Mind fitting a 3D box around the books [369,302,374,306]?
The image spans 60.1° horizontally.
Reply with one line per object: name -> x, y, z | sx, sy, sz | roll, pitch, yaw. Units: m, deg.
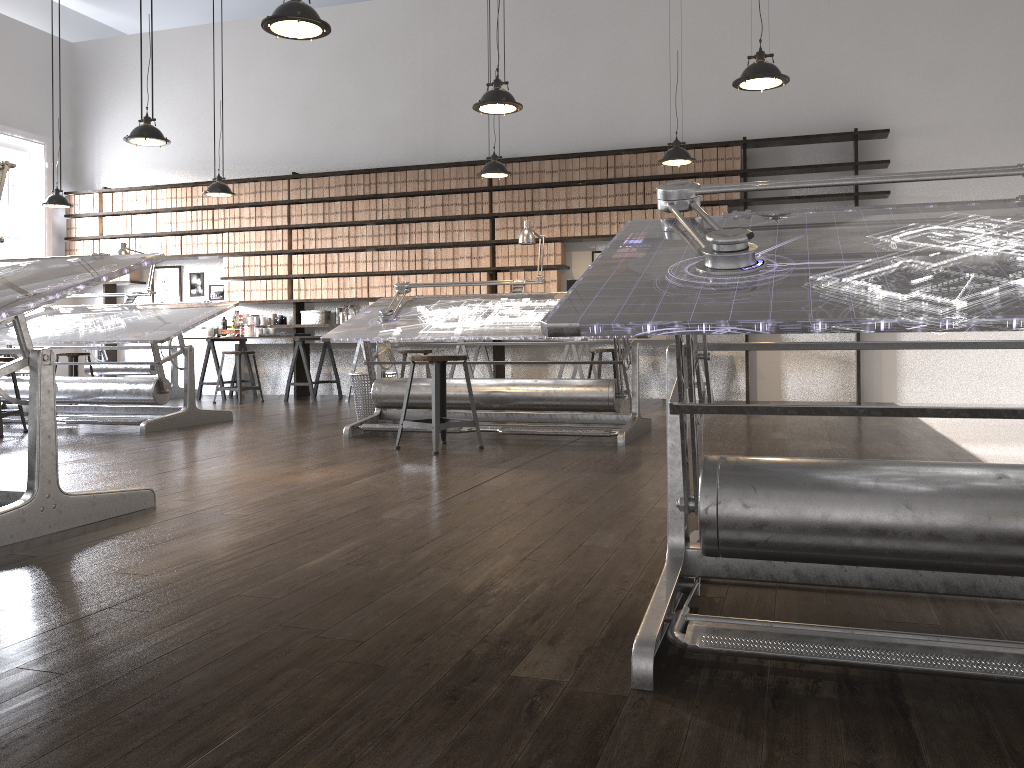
books -> -1.459, -0.761, 9.482 | 0.067, 0.226, 0.174 | -1, 1, 18

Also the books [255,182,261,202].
books -> -2.795, -2.135, 9.914 | 0.067, 0.226, 0.174 | -1, 1, 18

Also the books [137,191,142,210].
books -> -4.320, -2.145, 10.413 | 0.066, 0.225, 0.174 | -1, 1, 18

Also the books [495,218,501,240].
books -> -0.114, -1.574, 9.051 | 0.066, 0.225, 0.174 | -1, 1, 18

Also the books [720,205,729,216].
books -> 2.008, -1.562, 8.363 | 0.066, 0.225, 0.174 | -1, 1, 18

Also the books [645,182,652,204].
books -> 1.336, -1.835, 8.585 | 0.066, 0.225, 0.174 | -1, 1, 18

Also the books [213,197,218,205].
books -> -3.324, -2.139, 10.086 | 0.067, 0.226, 0.174 | -1, 1, 18

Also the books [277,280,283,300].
books -> -2.530, -1.041, 9.835 | 0.066, 0.225, 0.174 | -1, 1, 18

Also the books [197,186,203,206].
books -> -3.523, -2.140, 10.152 | 0.066, 0.225, 0.174 | -1, 1, 18

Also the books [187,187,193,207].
books -> -3.662, -2.141, 10.196 | 0.067, 0.226, 0.174 | -1, 1, 18

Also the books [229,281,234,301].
books -> -3.120, -1.045, 10.024 | 0.066, 0.225, 0.174 | -1, 1, 18

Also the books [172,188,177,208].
books -> -3.856, -2.142, 10.257 | 0.067, 0.226, 0.174 | -1, 1, 18

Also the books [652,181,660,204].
books -> 1.402, -1.834, 8.559 | 0.066, 0.225, 0.174 | -1, 1, 18

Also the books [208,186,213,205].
books -> -3.387, -2.139, 10.112 | 0.066, 0.225, 0.174 | -1, 1, 18

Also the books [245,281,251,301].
books -> -2.924, -1.043, 9.961 | 0.066, 0.225, 0.174 | -1, 1, 18

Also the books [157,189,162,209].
books -> -4.057, -2.143, 10.330 | 0.066, 0.225, 0.174 | -1, 1, 18

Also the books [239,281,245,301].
books -> -2.992, -1.044, 9.979 | 0.067, 0.226, 0.174 | -1, 1, 18

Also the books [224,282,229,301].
books -> -3.185, -1.045, 10.040 | 0.067, 0.226, 0.174 | -1, 1, 18

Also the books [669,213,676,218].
books -> 1.551, -1.564, 8.514 | 0.066, 0.225, 0.174 | -1, 1, 18

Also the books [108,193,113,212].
books -> -4.723, -2.147, 10.539 | 0.067, 0.226, 0.174 | -1, 1, 18

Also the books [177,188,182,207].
books -> -3.794, -2.142, 10.242 | 0.066, 0.225, 0.174 | -1, 1, 18

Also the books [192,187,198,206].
books -> -3.589, -2.140, 10.178 | 0.066, 0.225, 0.174 | -1, 1, 18

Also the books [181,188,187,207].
books -> -3.731, -2.141, 10.224 | 0.066, 0.225, 0.174 | -1, 1, 18

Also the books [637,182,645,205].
books -> 1.263, -1.835, 8.603 | 0.067, 0.226, 0.174 | -1, 1, 18

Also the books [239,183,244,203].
books -> -2.997, -2.137, 9.987 | 0.066, 0.225, 0.174 | -1, 1, 18

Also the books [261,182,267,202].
books -> -2.733, -2.135, 9.899 | 0.066, 0.225, 0.174 | -1, 1, 18

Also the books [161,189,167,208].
books -> -3.992, -2.143, 10.305 | 0.066, 0.225, 0.174 | -1, 1, 18

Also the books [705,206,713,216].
books -> 1.874, -1.563, 8.410 | 0.066, 0.225, 0.174 | -1, 1, 18

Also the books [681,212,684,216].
books -> 1.617, -1.564, 8.489 | 0.067, 0.226, 0.174 | -1, 1, 18

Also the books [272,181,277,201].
books -> -2.595, -2.135, 9.857 | 0.066, 0.225, 0.174 | -1, 1, 18

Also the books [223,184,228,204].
books -> -3.200, -2.138, 10.049 | 0.066, 0.225, 0.174 | -1, 1, 18

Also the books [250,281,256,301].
books -> -2.857, -1.043, 9.941 | 0.066, 0.225, 0.174 | -1, 1, 18

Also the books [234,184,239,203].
books -> -3.064, -2.137, 10.007 | 0.066, 0.225, 0.174 | -1, 1, 18

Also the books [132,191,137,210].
books -> -4.385, -2.145, 10.429 | 0.067, 0.226, 0.174 | -1, 1, 18

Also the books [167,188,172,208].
books -> -3.924, -2.142, 10.279 | 0.066, 0.225, 0.174 | -1, 1, 18

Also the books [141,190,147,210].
books -> -4.261, -2.144, 10.392 | 0.066, 0.225, 0.174 | -1, 1, 18

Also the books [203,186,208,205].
books -> -3.454, -2.140, 10.134 | 0.066, 0.225, 0.174 | -1, 1, 18

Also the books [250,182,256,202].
books -> -2.864, -2.136, 9.936 | 0.066, 0.225, 0.174 | -1, 1, 18

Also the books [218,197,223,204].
books -> -3.260, -2.139, 10.070 | 0.066, 0.225, 0.174 | -1, 1, 18

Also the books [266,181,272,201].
books -> -2.662, -2.135, 9.877 | 0.066, 0.225, 0.174 | -1, 1, 18

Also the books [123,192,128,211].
books -> -4.515, -2.146, 10.477 | 0.066, 0.225, 0.174 | -1, 1, 18

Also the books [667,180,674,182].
books -> 1.538, -1.833, 8.519 | 0.066, 0.225, 0.174 | -1, 1, 18

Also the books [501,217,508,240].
books -> -0.055, -1.573, 9.028 | 0.067, 0.226, 0.174 | -1, 1, 18

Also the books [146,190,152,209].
books -> -4.193, -2.144, 10.368 | 0.067, 0.226, 0.174 | -1, 1, 18

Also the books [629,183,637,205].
books -> 1.194, -1.835, 8.631 | 0.066, 0.225, 0.174 | -1, 1, 18

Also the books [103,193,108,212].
books -> -4.792, -2.147, 10.567 | 0.066, 0.225, 0.174 | -1, 1, 18

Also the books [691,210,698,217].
books -> 1.746, -1.563, 8.451 | 0.066, 0.225, 0.174 | -1, 1, 18

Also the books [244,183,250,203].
books -> -2.932, -2.136, 9.962 | 0.066, 0.225, 0.174 | -1, 1, 18

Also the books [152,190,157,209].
books -> -4.124, -2.144, 10.350 | 0.066, 0.225, 0.174 | -1, 1, 18

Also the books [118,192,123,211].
books -> -4.584, -2.146, 10.495 | 0.066, 0.225, 0.174 | -1, 1, 18

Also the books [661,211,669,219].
books -> 1.485, -1.565, 8.538 | 0.066, 0.225, 0.174 | -1, 1, 18

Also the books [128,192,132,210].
books -> -4.448, -2.145, 10.455 | 0.066, 0.225, 0.174 | -1, 1, 18

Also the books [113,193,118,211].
books -> -4.650, -2.147, 10.521 | 0.066, 0.225, 0.174 | -1, 1, 18

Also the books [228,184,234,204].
books -> -3.132, -2.138, 10.025 | 0.067, 0.226, 0.174 | -1, 1, 18

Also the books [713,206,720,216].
books -> 1.942, -1.562, 8.389 | 0.066, 0.225, 0.174 | -1, 1, 18

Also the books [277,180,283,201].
books -> -2.530, -2.134, 9.832 | 0.066, 0.225, 0.174 | -1, 1, 18
